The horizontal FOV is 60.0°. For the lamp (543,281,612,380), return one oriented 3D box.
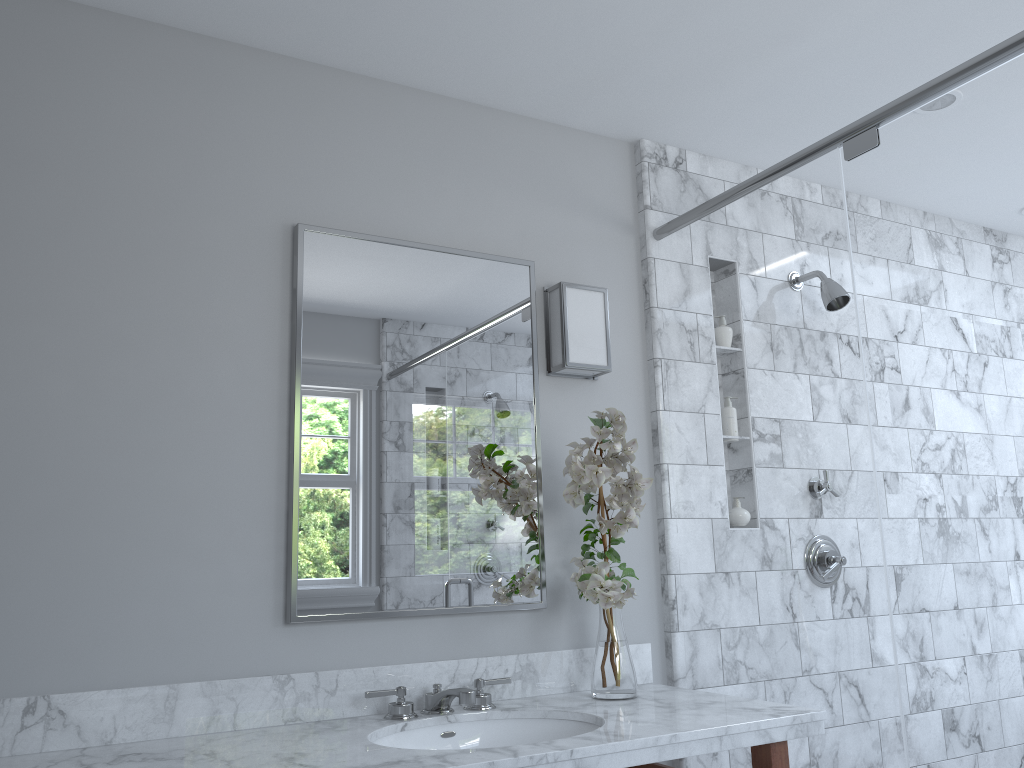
[{"bbox_3d":[0.193,-0.156,2.579,0.175,0.266,0.091,5,-13,-29],"label":"lamp"}]

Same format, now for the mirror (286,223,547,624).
[{"bbox_3d":[-0.229,0.100,2.315,0.694,0.977,0.030,5,-13,-29],"label":"mirror"}]

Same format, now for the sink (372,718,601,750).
[{"bbox_3d":[-0.062,0.886,1.871,0.517,0.270,0.494,-6,-12,19],"label":"sink"}]

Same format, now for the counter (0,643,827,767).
[{"bbox_3d":[-0.165,1.103,1.772,1.657,0.983,0.638,5,-13,-29],"label":"counter"}]

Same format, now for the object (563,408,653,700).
[{"bbox_3d":[0.248,0.436,2.244,0.225,0.706,0.374,-2,-12,1],"label":"object"}]

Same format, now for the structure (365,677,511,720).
[{"bbox_3d":[-0.169,0.747,2.113,0.256,0.069,0.295,-6,-12,19],"label":"structure"}]
